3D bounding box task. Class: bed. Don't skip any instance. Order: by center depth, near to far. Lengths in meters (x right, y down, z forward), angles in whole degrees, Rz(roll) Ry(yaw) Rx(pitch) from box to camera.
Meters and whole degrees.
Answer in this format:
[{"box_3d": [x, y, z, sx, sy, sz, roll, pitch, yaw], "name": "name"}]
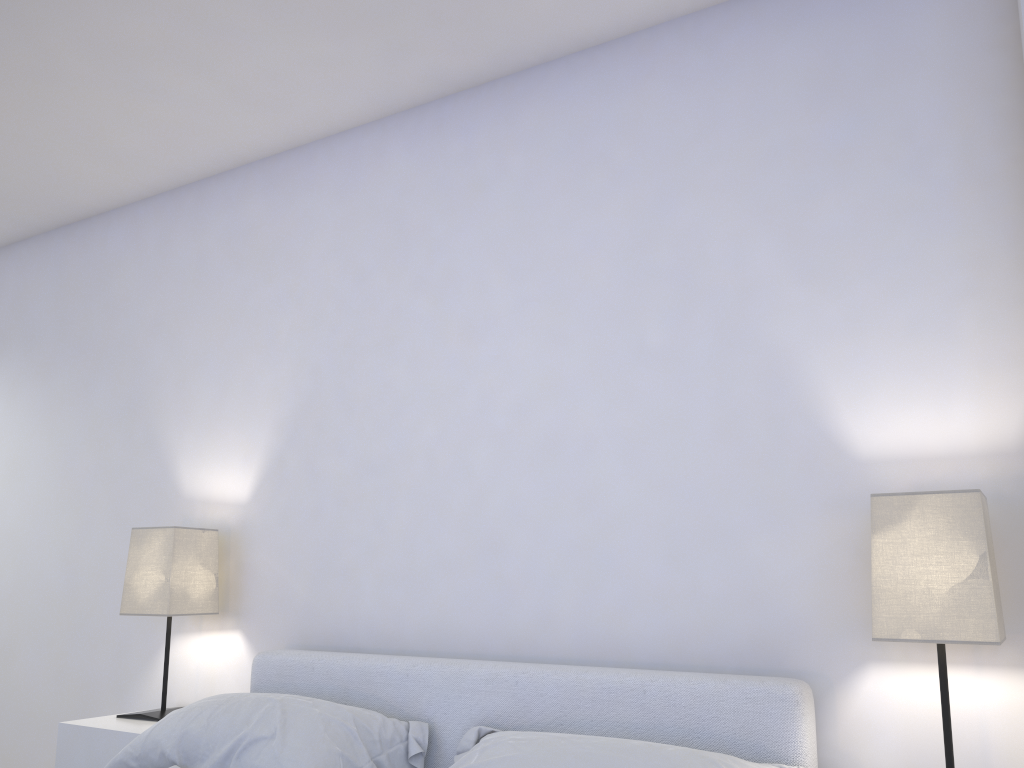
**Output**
[{"box_3d": [-0.503, 0.928, 1.407, 1.973, 0.807, 2.035, -7, -14, 30], "name": "bed"}]

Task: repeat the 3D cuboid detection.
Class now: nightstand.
[{"box_3d": [-0.151, 1.192, 2.093, 2.556, 0.594, 0.403, -7, -13, 31], "name": "nightstand"}]

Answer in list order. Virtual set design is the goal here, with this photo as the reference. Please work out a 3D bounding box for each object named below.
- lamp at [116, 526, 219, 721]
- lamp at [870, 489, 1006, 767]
[{"box_3d": [-1.085, 0.750, 2.806, 0.210, 0.577, 0.212, -5, -11, 26], "name": "lamp"}, {"box_3d": [0.810, 0.501, 1.672, 0.211, 0.577, 0.211, -6, -12, 31], "name": "lamp"}]
